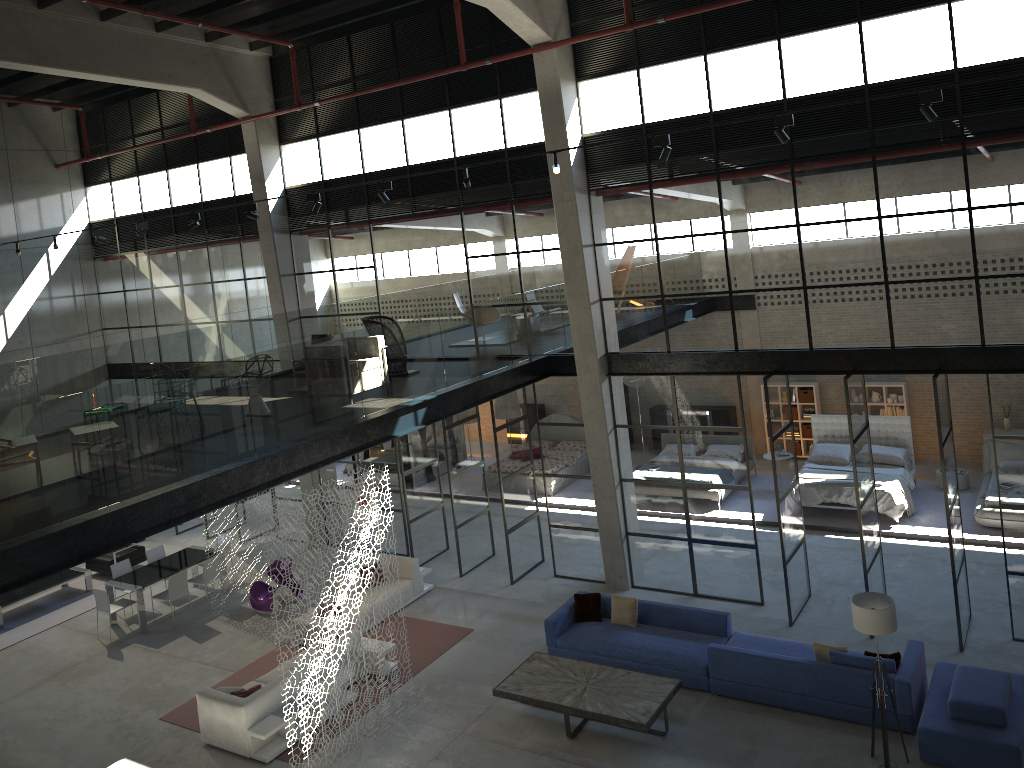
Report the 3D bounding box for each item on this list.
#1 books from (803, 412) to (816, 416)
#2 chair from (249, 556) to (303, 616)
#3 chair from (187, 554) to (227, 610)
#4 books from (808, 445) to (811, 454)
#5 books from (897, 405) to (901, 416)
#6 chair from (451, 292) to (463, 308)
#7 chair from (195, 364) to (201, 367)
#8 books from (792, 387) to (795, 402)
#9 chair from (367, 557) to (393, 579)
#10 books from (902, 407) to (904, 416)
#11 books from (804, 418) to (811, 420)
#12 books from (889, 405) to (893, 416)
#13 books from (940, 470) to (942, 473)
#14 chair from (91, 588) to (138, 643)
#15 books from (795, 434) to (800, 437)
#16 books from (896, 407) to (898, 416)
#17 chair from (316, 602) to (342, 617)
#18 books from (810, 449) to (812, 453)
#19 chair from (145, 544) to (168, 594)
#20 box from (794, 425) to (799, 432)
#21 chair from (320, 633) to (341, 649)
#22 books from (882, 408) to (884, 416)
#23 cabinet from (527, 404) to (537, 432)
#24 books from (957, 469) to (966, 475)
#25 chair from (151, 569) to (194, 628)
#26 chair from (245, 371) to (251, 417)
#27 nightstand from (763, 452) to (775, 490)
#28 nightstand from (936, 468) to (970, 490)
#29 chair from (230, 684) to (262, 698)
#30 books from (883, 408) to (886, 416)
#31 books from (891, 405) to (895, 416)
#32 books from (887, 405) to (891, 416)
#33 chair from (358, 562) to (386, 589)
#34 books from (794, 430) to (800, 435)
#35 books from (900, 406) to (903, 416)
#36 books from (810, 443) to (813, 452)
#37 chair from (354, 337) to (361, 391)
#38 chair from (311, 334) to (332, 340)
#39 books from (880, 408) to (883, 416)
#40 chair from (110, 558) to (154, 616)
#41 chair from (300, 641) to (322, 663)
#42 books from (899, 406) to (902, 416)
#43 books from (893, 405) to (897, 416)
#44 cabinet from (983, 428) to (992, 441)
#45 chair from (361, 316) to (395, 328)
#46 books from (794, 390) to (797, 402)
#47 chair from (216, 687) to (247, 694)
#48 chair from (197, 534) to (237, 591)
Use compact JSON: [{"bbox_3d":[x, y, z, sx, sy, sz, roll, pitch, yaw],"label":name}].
[{"bbox_3d":[6.826,0.681,20.086,0.255,0.046,0.217,0,11,33],"label":"books"},{"bbox_3d":[-4.075,3.463,15.140,0.653,0.744,0.809,-3,7,33],"label":"chair"},{"bbox_3d":[-5.441,3.481,15.582,0.542,0.866,0.425,-4,4,33],"label":"chair"},{"bbox_3d":[6.871,1.500,20.198,0.076,0.198,0.150,-5,5,33],"label":"books"},{"bbox_3d":[8.412,0.633,19.034,0.036,0.331,0.256,-5,4,34],"label":"books"},{"bbox_3d":[-0.652,-1.429,18.039,0.984,1.022,0.792,-9,6,-28],"label":"chair"},{"bbox_3d":[-4.513,0.182,11.895,0.652,0.815,0.580,-8,5,-22],"label":"chair"},{"bbox_3d":[6.527,0.234,20.251,0.086,0.318,0.256,-5,5,33],"label":"books"},{"bbox_3d":[-2.233,3.148,14.818,0.383,0.335,0.254,-9,5,-23],"label":"chair"},{"bbox_3d":[8.472,0.661,18.987,0.022,0.273,0.256,-5,5,34],"label":"books"},{"bbox_3d":[6.835,0.760,20.089,0.255,0.071,0.217,0,11,33],"label":"books"},{"bbox_3d":[8.288,0.631,19.114,0.058,0.332,0.256,-5,5,33],"label":"books"},{"bbox_3d":[8.413,1.689,17.080,0.134,0.020,0.196,0,12,33],"label":"books"},{"bbox_3d":[-6.657,3.765,14.743,0.418,0.866,0.553,-4,4,33],"label":"chair"},{"bbox_3d":[6.543,1.172,20.334,0.307,0.055,0.234,0,11,33],"label":"books"},{"bbox_3d":[8.388,0.636,19.050,0.020,0.318,0.256,-5,5,34],"label":"books"},{"bbox_3d":[-2.851,3.495,13.659,0.416,0.107,0.410,-8,9,-10],"label":"chair"},{"bbox_3d":[6.901,1.482,20.156,0.080,0.241,0.218,-5,5,33],"label":"books"},{"bbox_3d":[-6.397,3.481,16.205,0.542,0.866,0.425,-4,4,33],"label":"chair"},{"bbox_3d":[6.537,1.032,20.347,0.212,0.108,0.133,-1,8,33],"label":"box"},{"bbox_3d":[-2.555,3.656,12.110,0.267,0.320,0.402,-3,7,35],"label":"chair"},{"bbox_3d":[8.113,0.673,19.179,0.060,0.264,0.189,-5,4,34],"label":"books"},{"bbox_3d":[0.402,1.165,24.252,1.036,1.154,0.456,-3,4,33],"label":"cabinet"},{"bbox_3d":[8.590,1.689,16.903,0.227,0.046,0.305,1,12,39],"label":"books"},{"bbox_3d":[-5.817,3.625,14.995,0.542,0.866,0.425,-4,4,33],"label":"chair"},{"bbox_3d":[-3.603,0.037,12.188,0.565,0.797,0.611,-6,5,0],"label":"chair"},{"bbox_3d":[5.493,1.813,18.000,0.600,0.696,0.608,-6,5,5],"label":"nightstand"},{"bbox_3d":[8.535,1.842,16.993,0.577,0.297,0.487,-2,9,30],"label":"nightstand"},{"bbox_3d":[-3.308,3.937,11.028,0.404,0.334,0.284,-8,5,-12],"label":"chair"},{"bbox_3d":[8.147,0.667,19.160,0.052,0.275,0.189,-5,4,34],"label":"books"},{"bbox_3d":[8.331,0.627,19.108,0.064,0.332,0.256,-5,5,33],"label":"books"},{"bbox_3d":[8.250,0.632,19.139,0.068,0.333,0.256,-5,5,33],"label":"books"},{"bbox_3d":[-2.323,3.191,14.635,0.414,0.334,0.257,-9,5,-24],"label":"chair"},{"bbox_3d":[6.537,1.117,20.332,0.281,0.055,0.234,0,11,33],"label":"books"},{"bbox_3d":[8.456,0.652,19.007,0.027,0.286,0.256,-5,5,34],"label":"books"},{"bbox_3d":[6.893,1.479,20.181,0.080,0.241,0.158,-5,4,33],"label":"books"},{"bbox_3d":[-2.398,-0.211,12.736,0.801,0.828,0.998,-3,7,33],"label":"chair"},{"bbox_3d":[-3.166,-0.366,14.156,0.517,0.820,0.565,-4,5,33],"label":"chair"},{"bbox_3d":[8.078,0.668,19.195,0.088,0.274,0.189,-5,4,33],"label":"books"},{"bbox_3d":[-6.774,3.626,15.618,0.542,0.866,0.425,-4,4,33],"label":"chair"},{"bbox_3d":[-2.748,3.719,11.876,0.268,0.316,0.399,-5,7,20],"label":"chair"},{"bbox_3d":[8.446,0.652,19.036,0.020,0.280,0.256,-5,5,34],"label":"books"},{"bbox_3d":[8.348,0.626,19.075,0.055,0.339,0.256,-5,4,33],"label":"books"},{"bbox_3d":[10.401,1.317,17.644,1.546,0.695,0.538,-1,7,33],"label":"cabinet"},{"bbox_3d":[-2.104,-0.641,14.568,0.686,0.981,0.836,-6,5,4],"label":"chair"},{"bbox_3d":[6.555,0.234,20.233,0.086,0.318,0.256,-5,5,33],"label":"books"},{"bbox_3d":[-3.521,3.942,11.195,0.390,0.270,0.322,-5,6,8],"label":"chair"},{"bbox_3d":[-5.557,3.342,16.458,0.418,0.866,0.553,-4,4,33],"label":"chair"}]
